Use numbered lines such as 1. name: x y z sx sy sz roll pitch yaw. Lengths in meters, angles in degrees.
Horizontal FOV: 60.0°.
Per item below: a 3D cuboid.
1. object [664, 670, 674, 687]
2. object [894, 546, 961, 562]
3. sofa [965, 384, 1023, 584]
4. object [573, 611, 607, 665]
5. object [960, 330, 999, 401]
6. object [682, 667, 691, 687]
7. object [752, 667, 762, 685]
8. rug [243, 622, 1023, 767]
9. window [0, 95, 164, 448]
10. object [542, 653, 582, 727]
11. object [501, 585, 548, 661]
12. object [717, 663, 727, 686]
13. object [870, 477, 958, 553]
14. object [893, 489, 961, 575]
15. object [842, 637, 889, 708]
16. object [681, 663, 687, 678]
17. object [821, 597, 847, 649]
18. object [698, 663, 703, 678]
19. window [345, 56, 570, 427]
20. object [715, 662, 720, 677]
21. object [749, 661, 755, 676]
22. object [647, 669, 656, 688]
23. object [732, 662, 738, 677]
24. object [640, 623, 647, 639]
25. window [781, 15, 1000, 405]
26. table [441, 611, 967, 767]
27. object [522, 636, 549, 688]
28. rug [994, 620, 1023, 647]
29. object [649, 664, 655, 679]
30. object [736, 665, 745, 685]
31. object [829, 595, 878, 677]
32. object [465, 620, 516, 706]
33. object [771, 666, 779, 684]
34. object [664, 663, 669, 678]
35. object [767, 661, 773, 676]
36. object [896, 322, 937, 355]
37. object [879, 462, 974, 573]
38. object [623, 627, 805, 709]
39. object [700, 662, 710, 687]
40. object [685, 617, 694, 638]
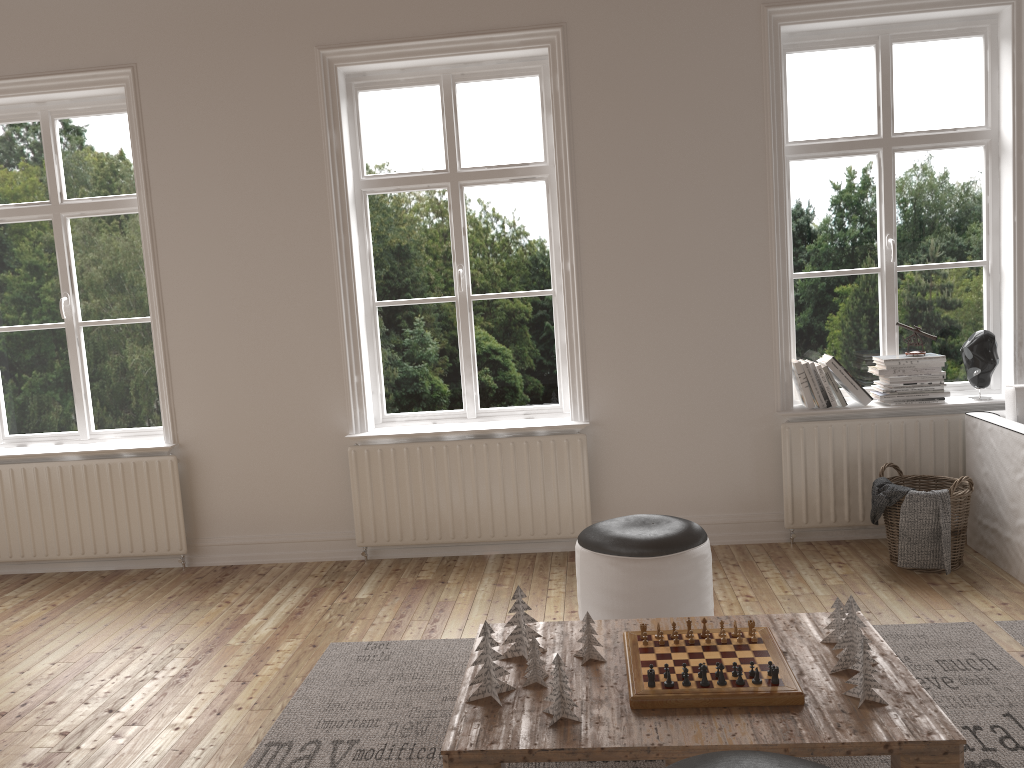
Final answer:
1. object: 0.400 0.748 2.265 0.026 0.044 0.026 -9 8 -39
2. object: 1.877 0.708 4.020 0.291 0.186 0.280 -5 6 -9
3. sofa: 3.082 0.371 3.713 1.960 0.776 0.866 -3 6 5
4. object: 0.217 0.715 2.529 0.077 0.141 0.082 -5 6 -13
5. object: 2.282 -0.095 4.329 0.171 0.340 0.177 2 8 41
6. object: 0.444 0.744 2.259 0.022 0.047 0.022 -7 7 -27
7. object: 0.620 0.735 2.245 0.026 0.044 0.026 -9 8 -39
8. rug: 0.410 1.097 2.330 2.474 0.003 2.254 -3 6 5
9. window: -2.433 -0.573 4.810 1.055 1.872 0.120 -3 6 5
10. object: 0.118 0.746 2.199 0.085 0.166 0.085 -5 6 -9
11. object: 0.025 0.687 2.578 0.108 0.213 0.109 0 7 30
12. object: 0.532 0.734 2.251 0.025 0.055 0.025 1 8 37
13. object: 1.794 0.597 4.000 0.367 0.332 0.303 -4 6 -4
14. object: 1.844 0.614 3.969 0.290 0.356 0.349 0 8 34
15. object: 0.867 0.700 2.182 0.082 0.160 0.082 -5 6 -6
16. object: 0.449 0.743 2.306 0.017 0.037 0.017 -1 7 24
17. object: 0.930 0.670 2.522 0.075 0.137 0.079 -9 8 -36
18. object: 0.490 0.741 2.299 0.017 0.037 0.017 -1 7 24
19. window: -0.276 -0.698 4.614 1.055 1.872 0.120 -3 6 5
20. object: 0.534 0.739 2.296 0.017 0.037 0.017 -1 7 24
21. object: 0.620 0.734 2.289 0.017 0.037 0.017 -1 7 24
22. object: 0.356 0.752 2.266 0.019 0.040 0.019 -4 6 1
23. object: 0.576 0.736 2.292 0.017 0.037 0.017 -1 7 24
24. object: 0.382 0.717 2.572 0.019 0.040 0.019 -4 6 1
25. window: 1.880 -0.824 4.418 1.055 1.872 0.120 -3 6 5
26. table: 0.465 0.932 2.426 1.189 0.300 0.821 -3 6 5
27. object: 0.059 0.745 2.403 0.072 0.132 0.076 -3 6 6
28. rug: 2.944 0.949 2.100 2.474 0.003 2.254 -3 6 5
29. object: 0.364 0.749 2.312 0.017 0.037 0.017 -5 7 -14
30. object: 0.578 0.736 2.247 0.022 0.047 0.022 1 8 37
31. object: 0.906 0.656 2.352 0.111 0.204 0.118 0 7 28
32. object: -0.062 0.722 2.336 0.106 0.208 0.107 -1 7 21
33. object: 0.664 0.734 2.239 0.019 0.040 0.019 1 8 39
34. object: 0.403 0.746 2.310 0.017 0.037 0.017 -1 7 24
35. object: 0.666 0.731 2.283 0.017 0.037 0.017 -1 7 24
36. object: 1.980 -0.227 4.340 0.092 0.161 0.177 -7 7 -27
37. object: 1.866 0.597 4.005 0.393 0.432 0.393 -1 7 27
38. object: 0.526 0.764 2.410 0.429 0.036 0.429 -3 6 5
39. object: 0.489 0.736 2.253 0.025 0.058 0.025 -9 8 -39
40. object: 0.511 0.701 2.559 0.025 0.058 0.025 -9 8 -39
